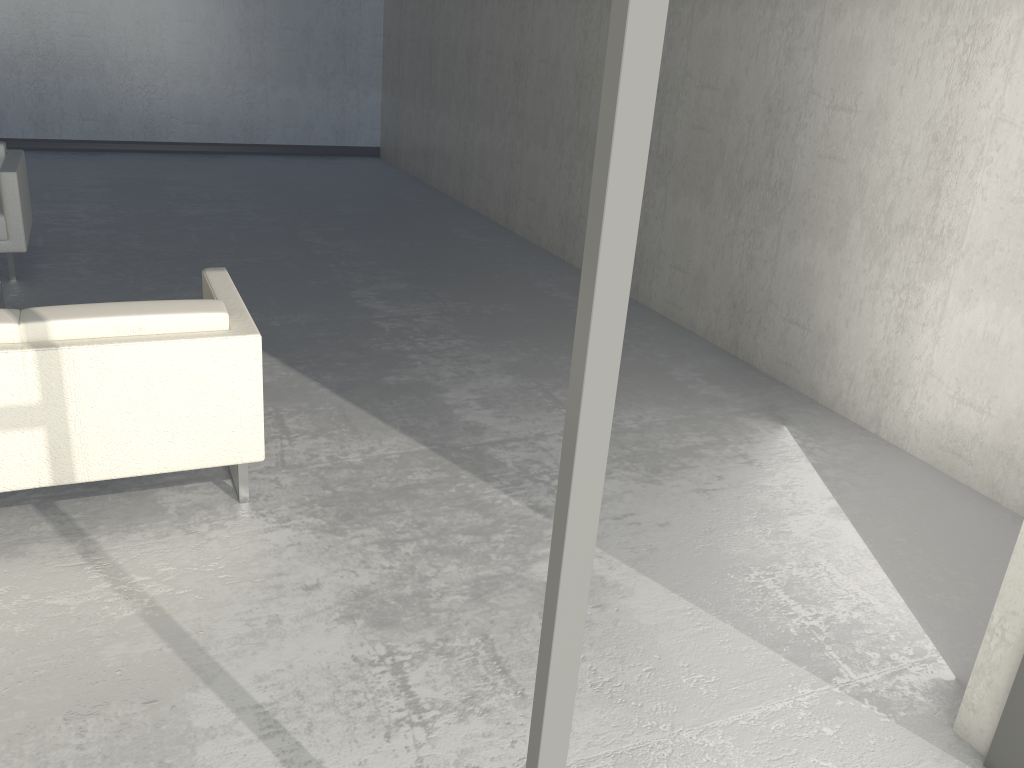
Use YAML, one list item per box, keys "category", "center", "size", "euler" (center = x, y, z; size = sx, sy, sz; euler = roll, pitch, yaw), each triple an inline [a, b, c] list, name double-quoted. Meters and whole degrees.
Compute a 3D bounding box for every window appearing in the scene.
- category: "window"
  center: [-1.720, 0.068, 0.253]
  size: [4.080, 2.477, 0.037]
  euler: [-5, 24, -24]

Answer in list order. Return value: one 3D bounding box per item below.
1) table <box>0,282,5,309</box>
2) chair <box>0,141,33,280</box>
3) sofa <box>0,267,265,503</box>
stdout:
- category: "table"
  center: [-2.755, -0.298, 3.991]
  size: [0.773, 0.190, 0.730]
  euler: [-5, 24, -24]
- category: "chair"
  center: [-3.168, -1.002, 5.011]
  size: [0.748, 0.662, 0.821]
  euler: [-5, 24, -24]
- category: "sofa"
  center: [-1.813, 0.018, 2.786]
  size: [1.881, 0.658, 0.821]
  euler: [-5, 24, -24]
